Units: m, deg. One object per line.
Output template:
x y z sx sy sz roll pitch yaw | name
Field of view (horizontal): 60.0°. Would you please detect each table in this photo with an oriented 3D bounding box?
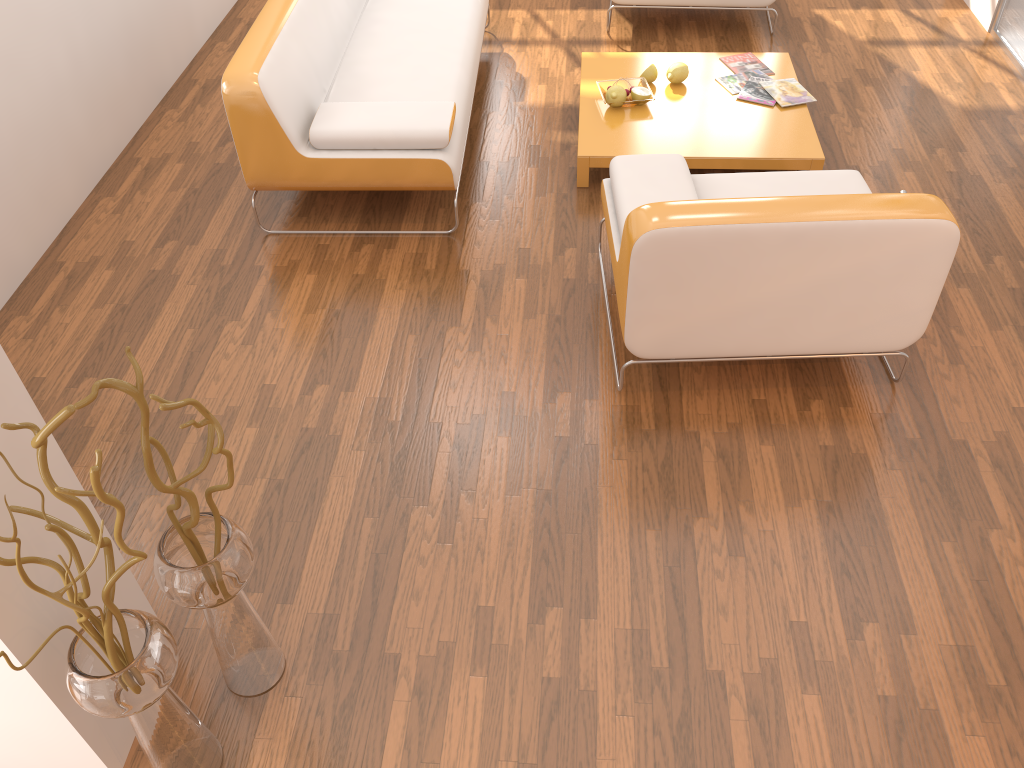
0.808 -1.221 4.031 1.000 0.150 1.000 2 44 4 | table

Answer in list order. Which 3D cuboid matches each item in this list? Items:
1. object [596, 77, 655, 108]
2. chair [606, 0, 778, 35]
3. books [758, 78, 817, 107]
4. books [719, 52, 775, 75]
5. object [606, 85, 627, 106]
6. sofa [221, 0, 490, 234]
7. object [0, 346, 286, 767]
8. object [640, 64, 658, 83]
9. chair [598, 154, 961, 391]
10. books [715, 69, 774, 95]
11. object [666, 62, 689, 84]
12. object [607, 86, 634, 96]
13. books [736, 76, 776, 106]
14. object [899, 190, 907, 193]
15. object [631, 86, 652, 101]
0.506 -1.299 3.982 0.227 0.048 0.227 -6 44 -3 | object
0.997 -2.407 4.881 0.923 0.661 0.825 4 44 6 | chair
1.238 -1.313 3.984 0.171 0.004 0.249 -10 45 -8 | books
1.111 -1.510 4.206 0.171 0.004 0.249 -12 45 -10 | books
0.462 -1.275 3.920 0.102 0.095 0.101 -20 47 -17 | object
-0.582 -1.532 4.048 0.825 0.661 2.010 1 44 3 | sofa
-0.725 0.465 1.668 0.284 1.112 0.655 17 47 19 | object
0.631 -1.431 4.086 0.080 0.087 0.094 22 49 23 | object
0.784 -0.487 2.906 0.923 0.661 0.825 -2 44 1 | chair
1.081 -1.393 4.086 0.249 0.004 0.171 -16 46 -14 | books
0.761 -1.430 4.075 0.105 0.091 0.103 -2 44 0 | object
0.494 -1.320 4.000 0.134 0.037 0.061 7 45 9 | object
1.132 -1.327 4.010 0.171 0.004 0.249 18 48 20 | books
1.422 -0.547 3.262 0.189 0.217 0.281 8 45 11 | object
0.575 -1.280 3.950 0.091 0.065 0.092 -26 49 -23 | object
